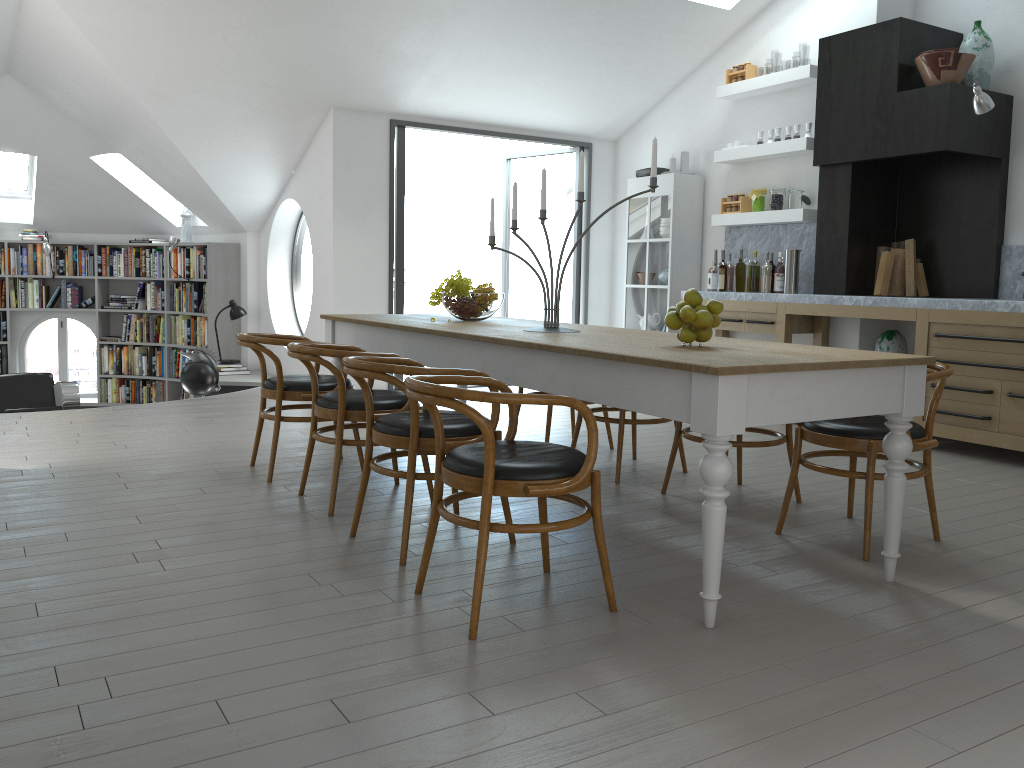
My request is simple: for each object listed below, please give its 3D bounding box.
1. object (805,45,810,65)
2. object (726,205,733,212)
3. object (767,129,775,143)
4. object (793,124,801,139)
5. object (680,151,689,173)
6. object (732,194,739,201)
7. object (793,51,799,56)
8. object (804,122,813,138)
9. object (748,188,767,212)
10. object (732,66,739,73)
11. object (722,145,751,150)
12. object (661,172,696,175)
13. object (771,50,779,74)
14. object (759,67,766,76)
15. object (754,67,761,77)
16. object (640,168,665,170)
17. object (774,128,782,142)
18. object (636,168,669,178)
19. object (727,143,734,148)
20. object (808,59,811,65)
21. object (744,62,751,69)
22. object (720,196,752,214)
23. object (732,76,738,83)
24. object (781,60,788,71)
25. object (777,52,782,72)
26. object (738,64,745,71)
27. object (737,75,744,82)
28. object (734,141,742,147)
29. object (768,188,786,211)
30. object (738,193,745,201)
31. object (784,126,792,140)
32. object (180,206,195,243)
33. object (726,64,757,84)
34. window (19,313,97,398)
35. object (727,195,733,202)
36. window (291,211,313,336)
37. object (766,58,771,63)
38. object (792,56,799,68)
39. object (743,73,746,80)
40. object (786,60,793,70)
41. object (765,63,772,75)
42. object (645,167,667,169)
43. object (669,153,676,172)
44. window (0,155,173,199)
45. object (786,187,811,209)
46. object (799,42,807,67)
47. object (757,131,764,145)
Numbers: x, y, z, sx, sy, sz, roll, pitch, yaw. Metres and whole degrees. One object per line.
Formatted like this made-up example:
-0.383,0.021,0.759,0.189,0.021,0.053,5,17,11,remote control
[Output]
2.269,-2.516,6.837,0.054,0.178,0.054,5,6,35,object
1.864,-1.495,7.583,0.058,0.075,0.059,0,6,-8,object
2.090,-1.992,7.152,0.064,0.124,0.068,-3,7,-38,object
2.224,-1.961,6.914,0.064,0.124,0.068,-3,7,-38,object
1.551,-1.981,7.974,0.072,0.210,0.071,0,5,-8,object
1.901,-1.573,7.519,0.058,0.075,0.059,0,6,-8,object
2.238,-2.529,6.980,0.048,0.169,0.048,-1,6,-23,object
2.282,-1.949,6.820,0.064,0.124,0.068,-3,7,-38,object
2.021,-1.508,7.289,0.128,0.199,0.164,-3,7,-37,object
1.887,-2.648,7.481,0.058,0.075,0.059,0,6,-8,object
1.903,-1.981,7.468,0.113,0.025,0.295,-3,8,-31,object
1.497,-1.885,7.978,0.295,0.025,0.151,0,7,-7,object
2.081,-2.546,7.025,0.063,0.186,0.063,4,6,27,object
2.041,-2.515,7.179,0.077,0.085,0.077,1,6,1,object
2.024,-2.535,7.263,0.082,0.105,0.082,4,6,27,object
1.333,-1.932,8.238,0.238,0.119,0.238,-3,8,-31,object
2.121,-1.982,7.071,0.064,0.124,0.068,-3,7,-38,object
1.333,-1.923,8.239,0.299,0.119,0.299,-3,8,-31,object
1.866,-2.011,7.530,0.057,0.061,0.058,-3,7,-32,object
2.274,-2.483,6.917,0.093,0.093,0.095,1,6,1,object
1.957,-2.633,7.367,0.058,0.075,0.059,0,6,-8,object
1.899,-1.511,7.522,0.120,0.146,0.238,-2,7,-31,object
1.885,-2.562,7.489,0.058,0.075,0.059,0,6,-8,object
2.169,-2.504,7.027,0.082,0.105,0.082,4,6,27,object
2.124,-2.547,7.073,0.054,0.178,0.054,5,6,35,object
1.922,-2.640,7.424,0.058,0.075,0.059,0,6,-8,object
1.920,-2.555,7.431,0.058,0.075,0.059,0,6,-8,object
1.903,-2.008,7.465,0.054,0.071,0.054,-2,7,-32,object
2.127,-1.479,7.121,0.120,0.182,0.120,0,6,-16,object
1.936,-1.566,7.462,0.058,0.075,0.059,0,6,-8,object
2.183,-1.972,6.998,0.064,0.124,0.068,-3,7,-38,object
-3.691,-1.827,10.046,0.179,0.471,0.179,-1,6,-22,object
1.921,-2.578,7.427,0.120,0.146,0.238,-2,7,-31,object
-6.261,-0.269,9.991,0.618,1.148,3.235,6,8,44,window
1.866,-1.581,7.576,0.058,0.075,0.059,0,6,-8,object
-1.920,-1.093,8.820,0.104,1.466,1.474,-2,7,-31,window
2.094,-2.560,7.216,0.048,0.169,0.048,-1,6,-23,object
2.202,-2.480,6.862,0.071,0.098,0.071,4,6,23,object
1.955,-2.547,7.374,0.058,0.075,0.059,0,6,-8,object
2.185,-2.484,6.943,0.077,0.085,0.077,1,6,1,object
2.057,-2.511,7.098,0.071,0.098,0.071,4,6,23,object
1.333,-1.941,8.237,0.170,0.119,0.170,-3,7,-31,object
1.445,-1.974,7.963,0.054,0.195,0.054,1,5,-7,object
-5.335,-2.377,9.341,4.057,0.711,1.937,-3,8,-31,window
2.240,-1.452,6.939,0.207,0.177,0.103,0,6,-9,object
2.226,-2.516,6.789,0.063,0.186,0.063,4,6,27,object
2.032,-2.004,7.246,0.064,0.124,0.068,-3,7,-38,object
